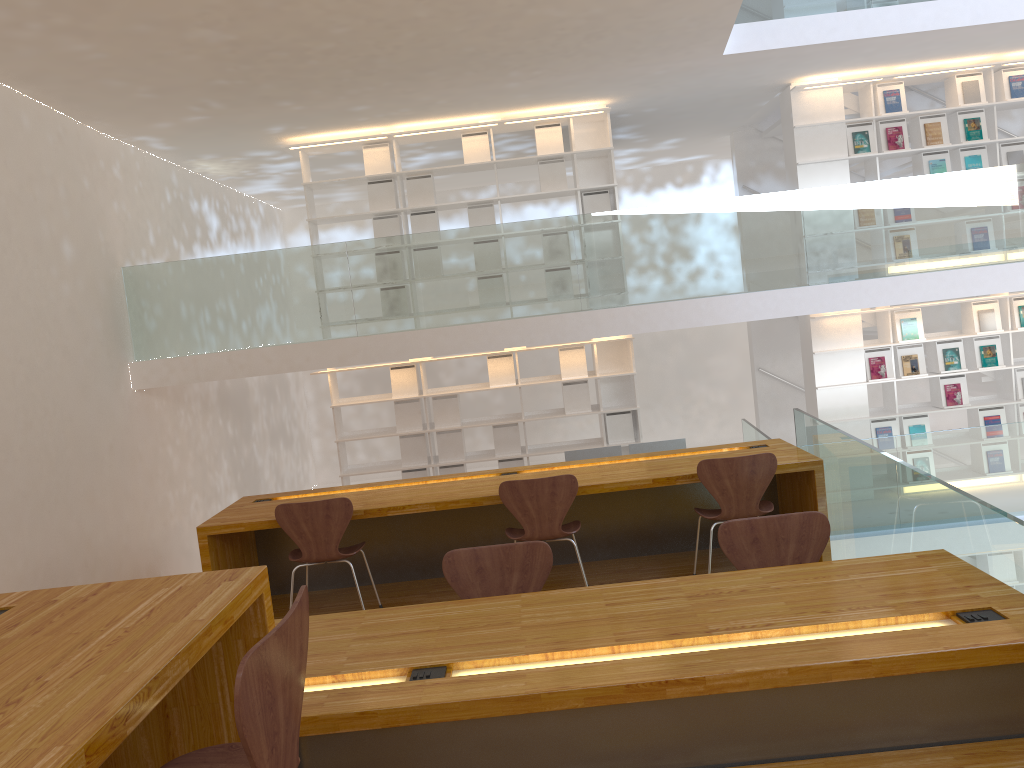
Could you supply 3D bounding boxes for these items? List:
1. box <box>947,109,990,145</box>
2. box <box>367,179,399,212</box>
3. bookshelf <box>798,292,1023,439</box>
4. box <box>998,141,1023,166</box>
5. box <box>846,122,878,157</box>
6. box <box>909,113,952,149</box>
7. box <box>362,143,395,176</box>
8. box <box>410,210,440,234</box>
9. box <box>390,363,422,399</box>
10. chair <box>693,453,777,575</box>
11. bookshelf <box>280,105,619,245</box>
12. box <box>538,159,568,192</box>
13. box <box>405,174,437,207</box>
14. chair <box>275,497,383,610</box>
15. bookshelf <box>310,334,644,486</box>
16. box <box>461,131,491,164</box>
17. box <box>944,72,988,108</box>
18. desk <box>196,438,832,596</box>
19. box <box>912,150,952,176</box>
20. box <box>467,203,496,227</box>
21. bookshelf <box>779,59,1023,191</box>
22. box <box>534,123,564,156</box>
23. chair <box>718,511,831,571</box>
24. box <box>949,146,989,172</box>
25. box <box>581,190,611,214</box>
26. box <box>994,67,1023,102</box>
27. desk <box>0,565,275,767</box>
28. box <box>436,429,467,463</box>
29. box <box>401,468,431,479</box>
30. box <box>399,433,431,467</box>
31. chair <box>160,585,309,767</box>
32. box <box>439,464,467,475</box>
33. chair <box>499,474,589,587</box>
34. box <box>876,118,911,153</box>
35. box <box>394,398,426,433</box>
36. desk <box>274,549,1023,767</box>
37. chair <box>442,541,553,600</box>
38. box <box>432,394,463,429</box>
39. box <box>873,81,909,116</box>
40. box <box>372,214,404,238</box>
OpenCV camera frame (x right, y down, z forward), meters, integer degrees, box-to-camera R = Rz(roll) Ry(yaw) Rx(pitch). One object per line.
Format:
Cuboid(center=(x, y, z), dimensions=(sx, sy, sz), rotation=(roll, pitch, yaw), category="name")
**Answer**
Cuboid(center=(4.175, -2.340, 8.124), dimensions=(0.245, 0.296, 0.274), rotation=(-6, 4, 1), category="box")
Cuboid(center=(-1.208, -1.749, 8.307), dimensions=(0.245, 0.296, 0.274), rotation=(-6, 4, 1), category="box")
Cuboid(center=(4.665, 0.013, 8.351), dimensions=(3.666, 1.836, 0.397), rotation=(-6, 4, 1), category="bookshelf")
Cuboid(center=(4.573, -2.055, 8.141), dimensions=(0.245, 0.296, 0.274), rotation=(-6, 4, 1), category="box")
Cuboid(center=(3.173, -2.230, 8.146), dimensions=(0.245, 0.296, 0.274), rotation=(-6, 4, 1), category="box")
Cuboid(center=(3.832, -2.302, 8.132), dimensions=(0.245, 0.296, 0.274), rotation=(-6, 4, 1), category="box")
Cuboid(center=(-1.245, -2.074, 8.282), dimensions=(0.245, 0.296, 0.274), rotation=(-6, 4, 1), category="box")
Cuboid(center=(-0.812, -1.463, 8.324), dimensions=(0.245, 0.296, 0.274), rotation=(-6, 4, 1), category="box")
Cuboid(center=(-1.015, -0.032, 8.440), dimensions=(0.245, 0.296, 0.274), rotation=(-6, 4, 1), category="box")
Cuboid(center=(1.129, 0.678, 4.497), dimensions=(0.428, 0.693, 0.381), rotation=(-6, 4, 1), category="chair")
Cuboid(center=(-0.501, -1.478, 8.250), dimensions=(2.984, 1.836, 0.498), rotation=(-6, 4, 1), category="bookshelf")
Cuboid(center=(0.380, -1.925, 8.271), dimensions=(0.245, 0.296, 0.274), rotation=(-6, 4, 1), category="box")
Cuboid(center=(-0.849, -1.788, 8.299), dimensions=(0.245, 0.296, 0.274), rotation=(-6, 4, 1), category="box")
Cuboid(center=(-0.948, 0.905, 4.582), dimensions=(0.428, 0.693, 0.381), rotation=(-6, 4, 1), category="chair")
Cuboid(center=(-0.271, 0.564, 8.408), dimensions=(2.984, 1.836, 0.498), rotation=(-6, 4, 1), category="bookshelf")
Cuboid(center=(-0.329, -2.177, 8.259), dimensions=(0.245, 0.296, 0.274), rotation=(-6, 4, 1), category="box")
Cuboid(center=(4.145, -2.667, 8.099), dimensions=(0.245, 0.296, 0.274), rotation=(-6, 4, 1), category="box")
Cuboid(center=(0.061, 0.954, 5.147), dimensions=(3.236, 0.918, 1.285), rotation=(-6, 4, 1), category="desk")
Cuboid(center=(3.870, -1.977, 8.157), dimensions=(0.245, 0.296, 0.274), rotation=(-6, 4, 1), category="box")
Cuboid(center=(-0.278, -1.523, 8.312), dimensions=(0.245, 0.296, 0.274), rotation=(-6, 4, 1), category="box")
Cuboid(center=(4.435, -2.025, 8.143), dimensions=(3.666, 1.836, 0.498), rotation=(-6, 4, 1), category="bookshelf")
Cuboid(center=(0.345, -2.250, 8.246), dimensions=(0.245, 0.296, 0.274), rotation=(-6, 4, 1), category="box")
Cuboid(center=(0.944, 0.818, 2.957), dimensions=(0.428, 0.693, 0.381), rotation=(-6, 4, 1), category="chair")
Cuboid(center=(4.206, -2.014, 8.149), dimensions=(0.245, 0.296, 0.274), rotation=(-6, 4, 1), category="box")
Cuboid(center=(0.790, -1.641, 8.288), dimensions=(0.245, 0.296, 0.274), rotation=(-6, 4, 1), category="box")
Cuboid(center=(4.560, -2.713, 8.089), dimensions=(0.245, 0.296, 0.274), rotation=(-6, 4, 1), category="box")
Cuboid(center=(-0.932, 0.887, 0.499), dimensions=(0.760, 0.606, 3.185), rotation=(-6, 4, 1), category="desk")
Cuboid(center=(-0.582, 0.578, 8.482), dimensions=(0.245, 0.296, 0.274), rotation=(-6, 4, 1), category="box")
Cuboid(center=(-0.915, 0.945, 8.516), dimensions=(0.245, 0.296, 0.274), rotation=(-6, 4, 1), category="box")
Cuboid(center=(-0.932, 0.617, 8.490), dimensions=(0.245, 0.296, 0.274), rotation=(-6, 4, 1), category="box")
Cuboid(center=(-0.501, 0.727, 1.430), dimensions=(0.381, 0.693, 0.428), rotation=(-6, 4, 1), category="chair")
Cuboid(center=(-0.559, 0.906, 8.508), dimensions=(0.245, 0.296, 0.274), rotation=(-6, 4, 1), category="box")
Cuboid(center=(0.163, 0.785, 4.519), dimensions=(0.428, 0.693, 0.381), rotation=(-6, 4, 1), category="chair")
Cuboid(center=(3.476, -2.264, 8.152), dimensions=(0.245, 0.296, 0.274), rotation=(-6, 4, 1), category="box")
Cuboid(center=(-0.978, 0.292, 8.465), dimensions=(0.245, 0.296, 0.274), rotation=(-6, 4, 1), category="box")
Cuboid(center=(-0.181, 1.029, 2.499), dimensions=(3.185, 0.606, 0.760), rotation=(-6, 4, 1), category="desk")
Cuboid(center=(-0.021, 0.925, 2.979), dimensions=(0.428, 0.693, 0.381), rotation=(-6, 4, 1), category="chair")
Cuboid(center=(-0.619, 0.253, 8.457), dimensions=(0.245, 0.296, 0.274), rotation=(-6, 4, 1), category="box")
Cuboid(center=(3.439, -2.589, 8.114), dimensions=(0.245, 0.296, 0.274), rotation=(-6, 4, 1), category="box")
Cuboid(center=(-1.162, -1.425, 8.332), dimensions=(0.245, 0.296, 0.274), rotation=(-6, 4, 1), category="box")
